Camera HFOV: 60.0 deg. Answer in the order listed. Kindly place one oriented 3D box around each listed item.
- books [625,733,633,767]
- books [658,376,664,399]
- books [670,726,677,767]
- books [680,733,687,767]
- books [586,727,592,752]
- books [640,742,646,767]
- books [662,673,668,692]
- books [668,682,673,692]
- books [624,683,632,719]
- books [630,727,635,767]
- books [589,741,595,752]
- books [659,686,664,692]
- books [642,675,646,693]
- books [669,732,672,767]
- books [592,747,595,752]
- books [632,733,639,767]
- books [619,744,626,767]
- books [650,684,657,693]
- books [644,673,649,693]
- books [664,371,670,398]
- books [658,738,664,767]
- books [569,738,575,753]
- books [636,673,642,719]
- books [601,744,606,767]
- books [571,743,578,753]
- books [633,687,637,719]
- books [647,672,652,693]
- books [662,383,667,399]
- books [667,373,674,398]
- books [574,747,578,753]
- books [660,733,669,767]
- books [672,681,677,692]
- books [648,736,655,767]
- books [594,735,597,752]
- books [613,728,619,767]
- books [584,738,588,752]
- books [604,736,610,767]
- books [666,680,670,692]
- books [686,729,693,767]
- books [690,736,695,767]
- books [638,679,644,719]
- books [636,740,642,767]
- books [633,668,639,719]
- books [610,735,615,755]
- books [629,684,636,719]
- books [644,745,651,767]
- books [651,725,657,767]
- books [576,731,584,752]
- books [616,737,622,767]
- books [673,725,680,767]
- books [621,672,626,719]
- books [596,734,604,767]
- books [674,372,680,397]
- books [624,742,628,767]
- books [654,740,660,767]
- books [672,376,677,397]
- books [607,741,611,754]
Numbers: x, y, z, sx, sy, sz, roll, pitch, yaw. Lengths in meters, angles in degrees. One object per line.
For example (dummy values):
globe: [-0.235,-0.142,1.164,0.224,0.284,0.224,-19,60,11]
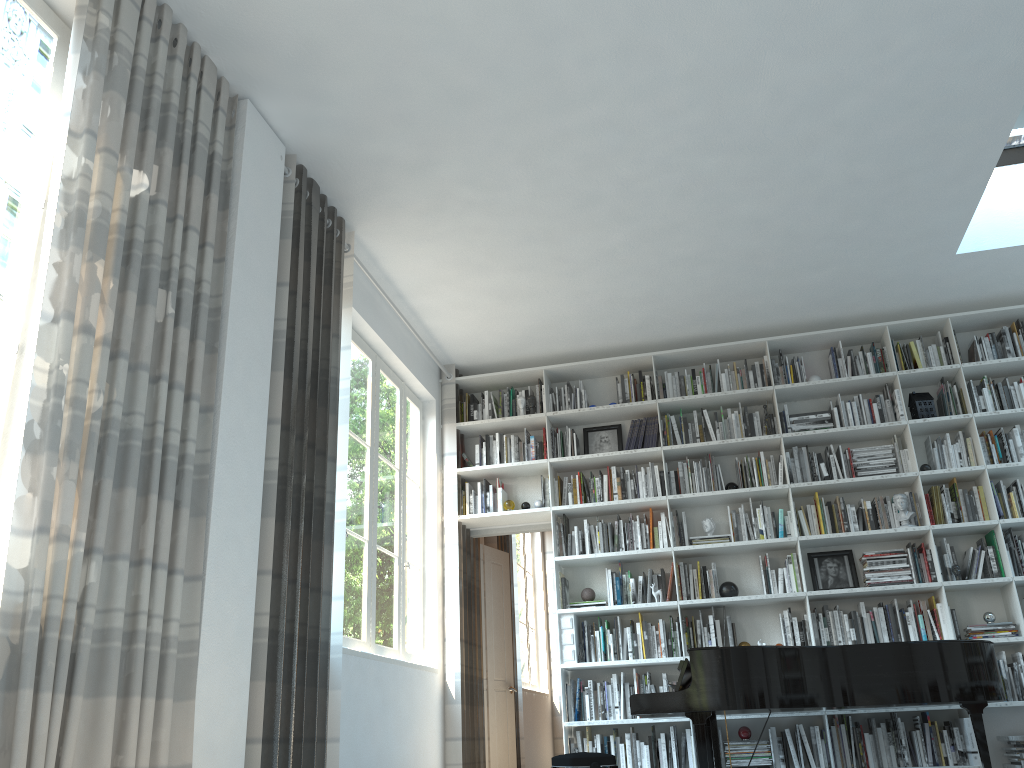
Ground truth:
books: [0.795,2.482,5.942,0.031,0.265,0.187,-7,-22,11]
books: [1.147,0.075,6.788,0.029,0.236,0.157,-7,-22,11]
books: [1.081,2.433,5.889,0.021,0.294,0.188,-7,-22,11]
books: [1.140,2.452,5.889,0.065,0.255,0.156,-7,-22,11]
books: [0.531,2.495,6.017,0.011,0.317,0.158,-7,-22,11]
books: [0.883,2.499,5.912,0.028,0.205,0.171,-7,-22,11]
books: [1.055,2.122,6.036,0.025,0.286,0.131,-7,-22,11]
books: [1.095,2.148,6.025,0.030,0.226,0.141,-7,-22,11]
books: [0.803,2.177,6.081,0.031,0.238,0.132,-7,-22,11]
books: [0.820,2.469,5.962,0.014,0.303,0.140,-7,-22,11]
books: [0.547,2.534,5.992,0.022,0.225,0.155,-7,-22,11]
books: [1.032,2.167,6.034,0.030,0.202,0.142,-7,-22,11]
books: [0.917,2.143,6.069,0.013,0.283,0.139,-7,-22,11]
books: [1.058,2.462,5.916,0.040,0.263,0.138,-7,-22,11]
books: [0.571,2.553,5.986,0.022,0.185,0.146,-7,-22,11]
books: [0.835,2.477,5.934,0.025,0.265,0.160,-7,-22,11]
books: [0.752,2.516,5.936,0.030,0.201,0.169,-7,-22,11]
books: [0.984,2.160,6.029,0.059,0.215,0.178,-7,-22,11]
books: [0.931,2.133,6.056,0.022,0.289,0.138,-7,-22,11]
books: [1.200,0.058,6.808,0.021,0.278,0.141,-7,-22,11]
books: [0.998,2.480,5.902,0.022,0.224,0.141,-7,-22,11]
books: [0.413,2.543,6.037,0.012,0.253,0.161,-7,-22,11]
books: [0.872,2.135,6.060,0.012,0.294,0.177,-7,-22,11]
books: [0.627,2.538,5.981,0.022,0.205,0.159,-7,-22,11]
books: [0.431,2.559,6.026,0.023,0.215,0.159,-7,-22,11]
books: [0.851,2.183,6.061,0.013,0.208,0.155,-7,-22,11]
books: [0.947,2.124,6.049,0.013,0.299,0.173,-7,-22,11]
books: [1.177,0.102,6.786,0.024,0.182,0.134,-7,-22,11]
books: [1.221,0.059,6.781,0.031,0.253,0.146,-7,-22,11]
books: [0.450,2.558,5.992,0.029,0.189,0.177,-7,-22,11]
books: [1.021,2.461,5.900,0.027,0.255,0.179,-7,-22,11]
books: [1.111,2.129,5.981,0.023,0.227,0.191,-7,-22,11]
books: [0.936,2.472,5.902,0.023,0.243,0.189,-7,-22,11]
books: [0.582,2.509,5.979,0.013,0.260,0.174,-7,-22,11]
books: [0.708,2.477,5.966,0.013,0.299,0.184,-7,-22,11]
books: [0.516,2.532,6.010,0.024,0.245,0.143,-7,-22,11]
books: [0.649,2.515,5.988,0.022,0.251,0.140,-7,-22,11]
books: [1.067,2.132,6.000,0.011,0.238,0.175,-7,-22,11]
books: [1.185,2.438,5.885,0.027,0.275,0.144,-7,-22,11]
books: [1.197,2.439,5.834,0.017,0.232,0.213,-7,-22,11]
books: [0.897,2.158,6.065,0.029,0.253,0.153,-7,-22,11]
books: [0.859,2.497,5.920,0.021,0.217,0.191,-7,-22,11]
books: [0.857,2.120,6.061,0.014,0.324,0.171,-7,-22,11]
books: [0.693,2.505,5.976,0.027,0.255,0.161,-7,-22,11]
books: [0.831,2.178,6.069,0.028,0.224,0.135,-7,-22,11]
books: [0.910,2.501,5.897,0.031,0.187,0.190,-7,-22,11]
books: [0.959,2.450,5.938,0.013,0.309,0.131,-7,-22,11]
books: [0.480,2.512,6.019,0.045,0.292,0.182,-7,-22,11]
books: [0.731,2.508,5.972,0.022,0.245,0.135,-7,-22,11]
books: [1.096,2.426,5.885,0.012,0.302,0.166,-7,-22,11]
books: [0.763,2.141,6.081,0.039,0.306,0.173,-7,-22,11]
books: [0.601,2.507,5.982,0.023,0.265,0.178,-7,-22,11]
books: [1.270,0.054,6.769,0.023,0.250,0.171,-7,-22,11]
books: [0.780,2.520,5.960,0.014,0.210,0.146,-7,-22,11]
books: [0.978,2.492,5.916,0.024,0.213,0.137,-7,-22,11]
books: [1.248,0.071,6.765,0.023,0.219,0.182,-7,-22,11]
books: [0.668,2.523,5.969,0.022,0.220,0.164,-7,-22,11]
